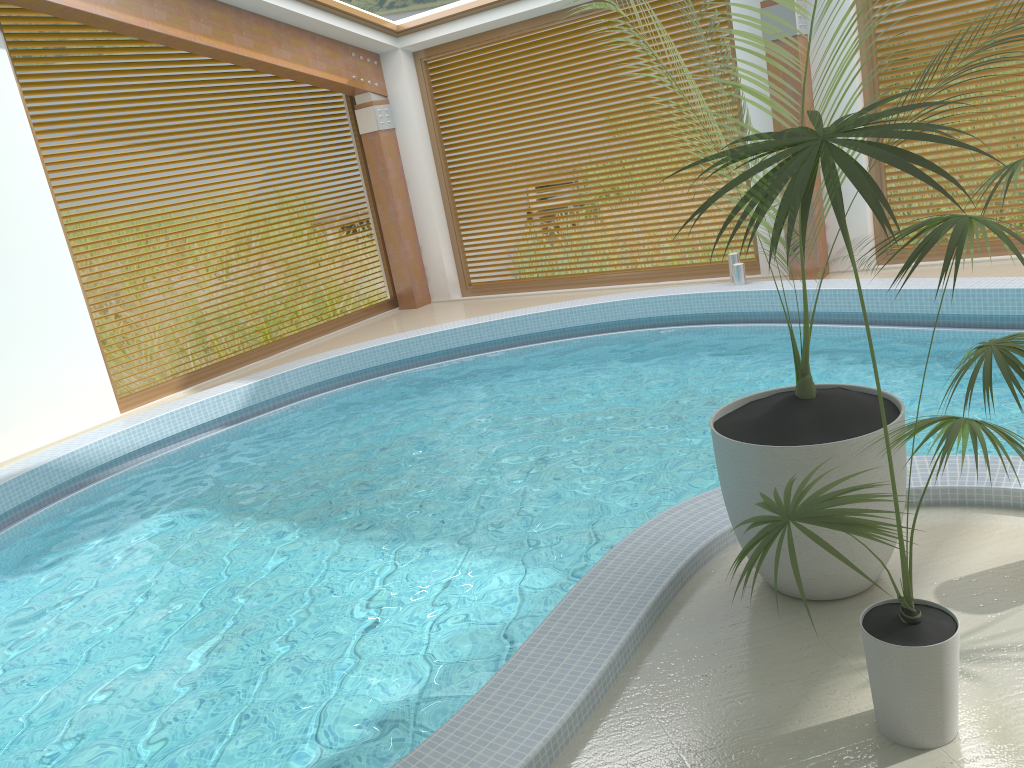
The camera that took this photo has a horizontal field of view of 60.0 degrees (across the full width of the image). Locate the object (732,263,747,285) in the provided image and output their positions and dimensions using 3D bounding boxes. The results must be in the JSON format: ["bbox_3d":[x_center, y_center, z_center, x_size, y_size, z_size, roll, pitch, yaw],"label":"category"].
[{"bbox_3d":[2.159,-1.050,8.430,0.115,0.204,0.115,-14,15,-13],"label":"object"}]

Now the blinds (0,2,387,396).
[{"bbox_3d":[-3.220,-2.301,9.665,0.099,4.025,4.500,0,18,35],"label":"blinds"}]

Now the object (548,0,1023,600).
[{"bbox_3d":[1.055,-0.705,2.856,2.979,2.960,2.729,-22,18,-35],"label":"object"}]

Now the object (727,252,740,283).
[{"bbox_3d":[2.214,-1.137,8.798,0.115,0.320,0.115,-12,15,-5],"label":"object"}]

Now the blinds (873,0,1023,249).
[{"bbox_3d":[4.989,-2.633,7.210,4.200,2.921,0.095,0,18,35],"label":"blinds"}]

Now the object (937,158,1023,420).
[{"bbox_3d":[1.941,-0.220,2.915,1.059,1.695,0.791,-5,16,22],"label":"object"}]

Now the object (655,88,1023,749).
[{"bbox_3d":[0.951,0.171,2.174,1.059,1.695,0.791,-16,16,-18],"label":"object"}]

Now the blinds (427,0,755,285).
[{"bbox_3d":[0.855,-2.610,10.081,4.200,2.921,0.095,0,18,35],"label":"blinds"}]
